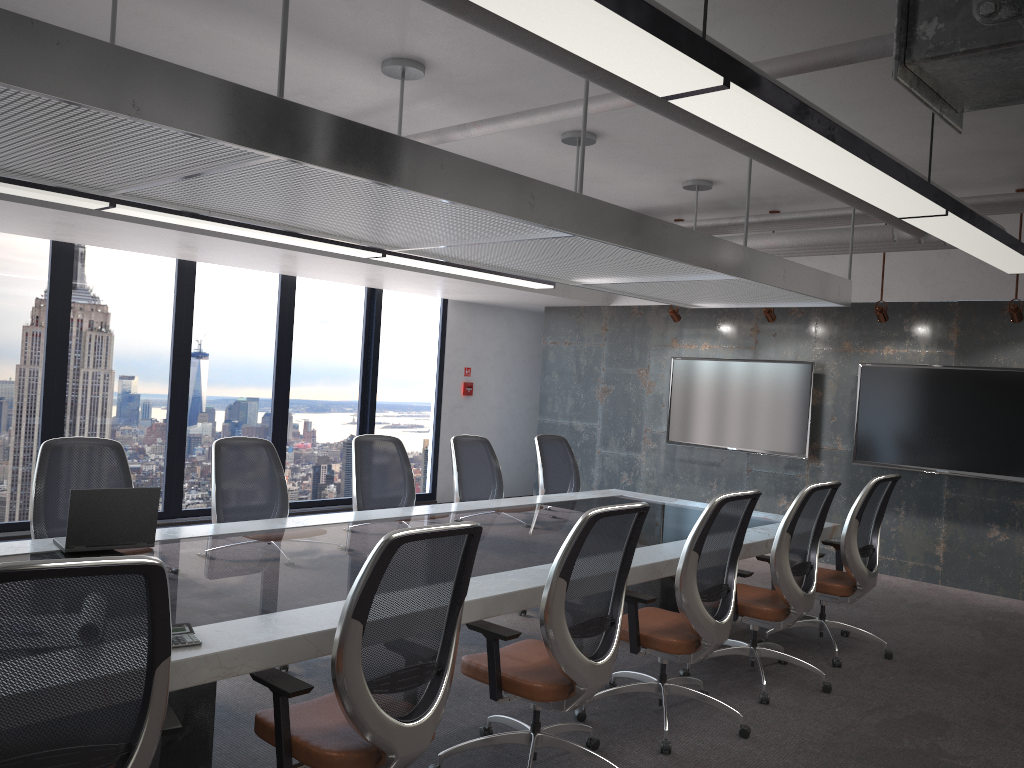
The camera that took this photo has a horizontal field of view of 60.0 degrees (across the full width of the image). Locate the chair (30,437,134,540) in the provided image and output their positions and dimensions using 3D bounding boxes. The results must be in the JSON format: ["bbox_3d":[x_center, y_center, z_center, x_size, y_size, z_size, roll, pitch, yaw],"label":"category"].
[{"bbox_3d":[-2.049,0.875,4.374,0.828,1.166,0.789,4,0,17],"label":"chair"}]

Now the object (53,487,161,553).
[{"bbox_3d":[-1.806,0.583,3.951,0.366,0.277,0.308,3,0,-38],"label":"object"}]

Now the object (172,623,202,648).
[{"bbox_3d":[-1.023,0.764,2.692,0.126,0.026,0.161,3,0,-34],"label":"object"}]

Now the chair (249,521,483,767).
[{"bbox_3d":[-0.519,0.975,2.867,0.828,1.166,0.789,3,0,6],"label":"chair"}]

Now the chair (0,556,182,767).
[{"bbox_3d":[-1.189,0.938,2.199,0.828,1.166,0.789,4,0,22],"label":"chair"}]

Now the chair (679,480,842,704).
[{"bbox_3d":[1.385,1.080,4.976,0.828,1.166,0.789,3,0,6],"label":"chair"}]

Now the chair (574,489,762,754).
[{"bbox_3d":[0.751,1.045,4.273,0.828,1.166,0.789,3,0,6],"label":"chair"}]

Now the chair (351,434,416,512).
[{"bbox_3d":[-0.726,0.948,5.871,0.828,1.166,0.789,4,0,12],"label":"chair"}]

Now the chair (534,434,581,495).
[{"bbox_3d":[0.541,1.018,7.142,0.828,1.166,0.789,3,0,6],"label":"chair"}]

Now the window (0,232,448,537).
[{"bbox_3d":[-3.995,-0.032,7.729,0.121,2.670,9.225,4,0,42],"label":"window"}]

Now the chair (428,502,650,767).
[{"bbox_3d":[0.116,1.010,3.570,0.828,1.166,0.789,3,0,6],"label":"chair"}]

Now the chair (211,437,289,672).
[{"bbox_3d":[-1.363,0.913,5.033,0.828,1.166,0.789,3,0,6],"label":"chair"}]

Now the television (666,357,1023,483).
[{"bbox_3d":[3.105,0.268,8.529,3.667,0.960,0.101,4,0,42],"label":"television"}]

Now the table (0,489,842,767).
[{"bbox_3d":[-0.314,1.183,4.656,1.898,0.745,5.498,4,0,42],"label":"table"}]

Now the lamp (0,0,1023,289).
[{"bbox_3d":[-0.213,-1.340,4.572,4.126,0.908,6.097,4,0,42],"label":"lamp"}]

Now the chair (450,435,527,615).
[{"bbox_3d":[-0.094,0.983,6.439,0.828,1.166,0.789,3,0,6],"label":"chair"}]

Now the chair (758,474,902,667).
[{"bbox_3d":[2.020,1.115,5.679,0.828,1.166,0.789,3,0,6],"label":"chair"}]
